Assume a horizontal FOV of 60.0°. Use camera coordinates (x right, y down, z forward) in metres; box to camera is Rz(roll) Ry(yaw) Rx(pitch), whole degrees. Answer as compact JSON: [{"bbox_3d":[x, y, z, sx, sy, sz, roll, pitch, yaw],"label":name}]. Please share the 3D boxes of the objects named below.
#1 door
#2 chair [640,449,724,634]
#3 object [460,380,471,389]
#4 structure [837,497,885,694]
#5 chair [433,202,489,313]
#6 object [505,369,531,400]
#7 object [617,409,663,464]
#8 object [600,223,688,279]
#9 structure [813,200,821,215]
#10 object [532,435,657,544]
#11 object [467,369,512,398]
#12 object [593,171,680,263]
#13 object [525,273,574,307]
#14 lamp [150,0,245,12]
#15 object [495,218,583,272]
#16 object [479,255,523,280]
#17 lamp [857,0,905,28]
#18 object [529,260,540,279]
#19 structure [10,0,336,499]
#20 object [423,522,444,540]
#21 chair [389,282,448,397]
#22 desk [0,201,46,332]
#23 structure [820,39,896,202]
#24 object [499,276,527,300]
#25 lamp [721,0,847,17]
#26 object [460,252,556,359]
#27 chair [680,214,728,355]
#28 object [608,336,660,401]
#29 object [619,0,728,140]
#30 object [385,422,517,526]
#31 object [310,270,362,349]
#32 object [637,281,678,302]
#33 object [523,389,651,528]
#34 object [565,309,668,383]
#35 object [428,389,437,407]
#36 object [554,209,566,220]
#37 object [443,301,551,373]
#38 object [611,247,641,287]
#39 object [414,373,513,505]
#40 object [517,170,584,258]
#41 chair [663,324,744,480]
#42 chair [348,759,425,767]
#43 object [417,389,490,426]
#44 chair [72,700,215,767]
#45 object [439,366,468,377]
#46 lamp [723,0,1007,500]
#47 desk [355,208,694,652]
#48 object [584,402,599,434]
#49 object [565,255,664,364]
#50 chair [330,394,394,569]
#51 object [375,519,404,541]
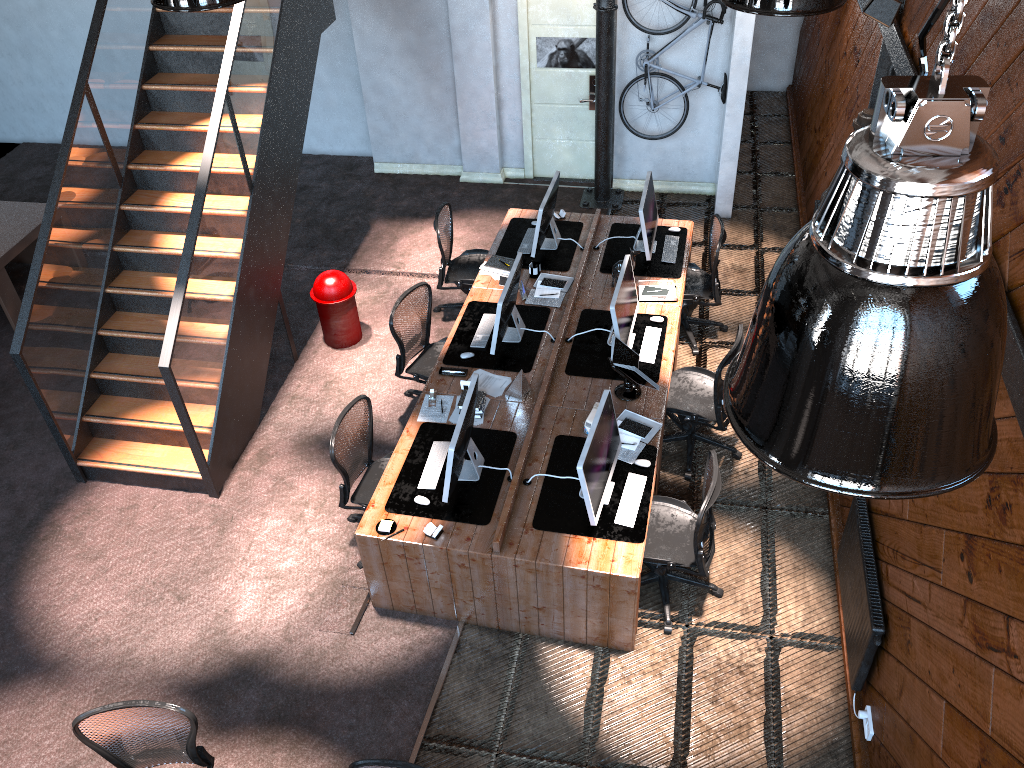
[{"bbox_3d":[0.600,-3.272,9.732,1.013,2.268,0.064,5,41,10],"label":"door"},{"bbox_3d":[0.974,0.939,5.583,0.792,1.085,0.770,-2,40,2],"label":"chair"},{"bbox_3d":[-0.330,0.016,6.391,0.076,0.102,0.034,6,41,11],"label":"object"},{"bbox_3d":[2.033,1.226,5.208,0.073,0.628,1.064,5,41,10],"label":"structure"},{"bbox_3d":[-0.379,-1.104,8.136,0.792,1.085,0.770,-9,40,-6],"label":"chair"},{"bbox_3d":[0.028,-0.047,6.264,0.165,0.320,0.178,11,42,17],"label":"object"},{"bbox_3d":[0.778,0.346,5.959,0.304,0.017,0.467,22,46,27],"label":"object"},{"bbox_3d":[1.165,-1.179,7.776,0.687,0.008,0.848,6,41,11],"label":"object"},{"bbox_3d":[2.740,-1.120,7.964,0.073,0.628,1.064,5,41,10],"label":"structure"},{"bbox_3d":[0.541,0.646,5.638,0.687,0.008,0.848,6,41,11],"label":"object"},{"bbox_3d":[-0.178,-0.008,6.481,0.315,0.002,0.246,16,44,22],"label":"object"},{"bbox_3d":[1.203,-1.398,7.611,0.799,0.576,0.648,-24,44,-23],"label":"object"},{"bbox_3d":[0.311,-0.786,7.351,0.304,0.017,0.467,10,42,16],"label":"object"},{"bbox_3d":[-1.374,-2.577,3.051,0.445,2.372,0.445,21,46,27],"label":"lamp"},{"bbox_3d":[0.240,-1.259,7.945,0.687,0.008,0.848,6,41,11],"label":"object"},{"bbox_3d":[-0.113,-1.018,7.637,0.363,0.065,0.325,23,47,29],"label":"object"},{"bbox_3d":[2.368,-2.453,5.682,0.262,0.260,0.328,5,41,10],"label":"lamp"},{"bbox_3d":[0.191,-0.971,7.510,0.078,0.138,0.099,17,44,23],"label":"object"},{"bbox_3d":[-2.186,-2.271,7.926,10.620,4.603,5.793,5,41,10],"label":"structure"},{"bbox_3d":[-0.479,0.886,5.387,0.106,0.063,0.082,17,44,23],"label":"object"},{"bbox_3d":[-0.573,-0.231,7.106,0.792,1.085,0.770,4,40,9],"label":"chair"},{"bbox_3d":[-5.699,-0.456,8.037,1.650,0.750,3.630,5,41,10],"label":"desk"},{"bbox_3d":[2.542,-1.105,6.631,0.500,2.745,1.003,9,41,15],"label":"structure"},{"bbox_3d":[0.037,-0.818,7.371,0.129,0.083,0.347,-30,46,-28],"label":"object"},{"bbox_3d":[0.920,-2.309,2.451,0.445,2.372,0.445,13,43,20],"label":"lamp"},{"bbox_3d":[-0.120,-0.566,6.718,0.735,0.576,0.654,-23,43,-22],"label":"object"},{"bbox_3d":[1.532,-0.895,7.735,0.792,1.085,0.770,-9,40,-6],"label":"chair"},{"bbox_3d":[0.821,-0.089,6.198,0.304,0.380,0.417,-12,41,-10],"label":"object"},{"bbox_3d":[1.659,-3.303,8.918,1.022,1.846,0.655,-11,40,-9],"label":"object"},{"bbox_3d":[-0.384,0.566,5.806,0.687,0.008,0.848,6,41,11],"label":"object"},{"bbox_3d":[-1.584,-0.701,8.025,0.414,0.707,0.414,-25,44,-23],"label":"object"},{"bbox_3d":[1.186,-0.757,7.229,0.316,0.060,0.229,0,40,5],"label":"object"},{"bbox_3d":[0.550,0.487,5.405,0.811,0.578,0.663,-17,42,-16],"label":"object"},{"bbox_3d":[0.808,-0.303,6.754,0.687,0.008,0.848,6,41,11],"label":"object"},{"bbox_3d":[-0.571,0.091,6.347,0.054,0.064,0.159,-3,40,1],"label":"object"},{"bbox_3d":[0.442,-1.581,8.271,0.106,0.063,0.082,-14,41,-12],"label":"object"},{"bbox_3d":[-0.107,-0.382,6.921,0.687,0.008,0.848,6,41,11],"label":"object"},{"bbox_3d":[0.935,-0.965,7.272,0.229,0.351,0.135,4,40,9],"label":"object"},{"bbox_3d":[-0.285,0.368,5.609,0.610,0.573,0.714,4,40,10],"label":"object"},{"bbox_3d":[0.269,-1.472,7.777,0.586,0.581,0.692,-23,43,-21],"label":"object"},{"bbox_3d":[1.364,0.072,6.591,0.792,1.085,0.770,4,40,9],"label":"chair"},{"bbox_3d":[-0.468,2.270,4.101,0.770,1.085,0.792,-2,40,2],"label":"chair"},{"bbox_3d":[-0.413,0.137,6.251,0.478,0.098,0.319,4,40,9],"label":"object"},{"bbox_3d":[-1.758,2.098,4.408,0.770,1.085,0.792,-15,41,-13],"label":"chair"},{"bbox_3d":[-0.435,-0.094,6.584,0.215,0.031,0.089,5,41,10],"label":"object"},{"bbox_3d":[0.533,-0.872,0.777,0.445,2.372,0.445,3,40,8],"label":"lamp"},{"bbox_3d":[0.364,-0.034,6.987,1.748,0.840,4.117,6,41,12],"label":"desk"},{"bbox_3d":[0.579,0.240,6.056,0.128,0.146,0.253,14,43,21],"label":"object"},{"bbox_3d":[0.881,-0.526,6.593,0.772,0.578,0.642,-24,44,-23],"label":"object"},{"bbox_3d":[-0.840,0.633,6.091,0.792,1.085,0.770,-2,40,2],"label":"chair"},{"bbox_3d":[-0.767,0.878,5.447,0.158,0.026,0.154,-24,44,-22],"label":"object"}]
